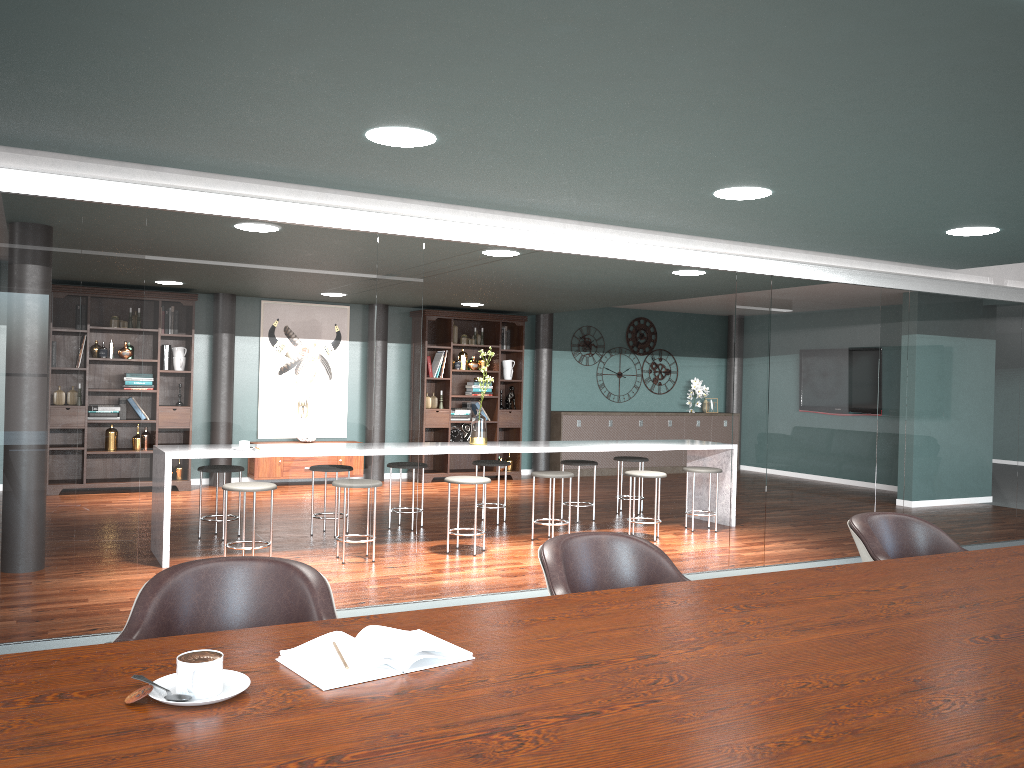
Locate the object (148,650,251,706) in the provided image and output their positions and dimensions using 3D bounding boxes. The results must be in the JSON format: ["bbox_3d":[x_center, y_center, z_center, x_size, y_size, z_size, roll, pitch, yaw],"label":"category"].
[{"bbox_3d":[-0.466,0.434,1.324,0.146,0.056,0.146,1,0,-4],"label":"object"}]

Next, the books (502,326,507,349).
[{"bbox_3d":[-0.114,-0.558,10.820,0.027,0.286,0.184,1,0,-28],"label":"books"}]

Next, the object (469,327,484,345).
[{"bbox_3d":[-0.447,-0.574,10.636,0.196,0.221,0.184,1,0,-28],"label":"object"}]

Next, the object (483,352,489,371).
[{"bbox_3d":[-0.324,-0.271,10.757,0.092,0.222,0.092,2,0,6],"label":"object"}]

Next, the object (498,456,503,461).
[{"bbox_3d":[-0.157,0.968,10.848,0.099,0.169,0.099,2,0,36],"label":"object"}]

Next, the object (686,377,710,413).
[{"bbox_3d":[2.607,0.155,12.395,0.221,0.495,0.600,2,0,36],"label":"object"}]

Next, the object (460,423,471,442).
[{"bbox_3d":[-0.537,0.605,10.667,0.233,0.268,0.051,1,0,-28],"label":"object"}]

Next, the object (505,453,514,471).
[{"bbox_3d":[-0.035,0.928,10.828,0.108,0.256,0.108,2,0,6],"label":"object"}]

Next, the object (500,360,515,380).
[{"bbox_3d":[-0.097,-0.183,10.870,0.268,0.262,0.137,2,0,11],"label":"object"}]

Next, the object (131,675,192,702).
[{"bbox_3d":[-0.519,0.451,1.306,0.155,0.012,0.034,2,0,39],"label":"object"}]

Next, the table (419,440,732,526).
[{"bbox_3d":[-0.245,0.811,6.737,4.577,0.699,0.609,1,0,-28],"label":"table"}]

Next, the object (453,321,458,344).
[{"bbox_3d":[-0.697,-0.606,10.519,0.104,0.273,0.104,2,0,8],"label":"object"}]

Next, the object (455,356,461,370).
[{"bbox_3d":[-0.638,-0.247,10.456,0.079,0.161,0.080,1,0,-3],"label":"object"}]

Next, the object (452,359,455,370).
[{"bbox_3d":[-0.731,-0.256,10.510,0.105,0.172,0.105,1,0,-33],"label":"object"}]

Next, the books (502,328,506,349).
[{"bbox_3d":[-0.135,-0.550,10.808,0.016,0.268,0.205,1,0,-28],"label":"books"}]

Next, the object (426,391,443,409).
[{"bbox_3d":[-0.944,0.175,10.377,0.250,0.221,0.186,1,0,-30],"label":"object"}]

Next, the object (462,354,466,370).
[{"bbox_3d":[-0.562,-0.260,10.463,0.040,0.191,0.040,1,0,-19],"label":"object"}]

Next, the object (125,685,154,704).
[{"bbox_3d":[-0.540,0.449,1.285,0.041,0.021,0.044,1,0,-36],"label":"object"}]

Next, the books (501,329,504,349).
[{"bbox_3d":[-0.161,-0.539,10.794,0.042,0.248,0.194,1,0,-28],"label":"books"}]

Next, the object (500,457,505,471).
[{"bbox_3d":[-0.134,0.966,10.721,0.144,0.175,0.073,1,0,-27],"label":"object"}]

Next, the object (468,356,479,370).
[{"bbox_3d":[-0.453,-0.250,10.527,0.144,0.175,0.073,1,0,-27],"label":"object"}]

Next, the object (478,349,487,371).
[{"bbox_3d":[-0.354,-0.289,10.634,0.108,0.256,0.108,2,0,6],"label":"object"}]

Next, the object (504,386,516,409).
[{"bbox_3d":[-0.034,0.164,10.857,0.116,0.286,0.215,1,0,-33],"label":"object"}]

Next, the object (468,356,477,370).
[{"bbox_3d":[-0.475,-0.248,10.654,0.099,0.169,0.099,2,0,36],"label":"object"}]

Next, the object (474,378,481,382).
[{"bbox_3d":[-0.412,-0.048,10.671,0.104,0.052,0.100,1,0,-24],"label":"object"}]

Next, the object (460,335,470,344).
[{"bbox_3d":[-0.566,-0.529,10.560,0.096,0.126,0.106,2,0,22],"label":"object"}]

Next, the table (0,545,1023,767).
[{"bbox_3d":[1.353,0.862,1.902,6.694,0.706,1.374,1,0,-28],"label":"table"}]

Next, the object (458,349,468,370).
[{"bbox_3d":[-0.585,-0.291,10.569,0.114,0.251,0.114,1,0,-3],"label":"object"}]

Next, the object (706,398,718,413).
[{"bbox_3d":[2.797,0.301,12.414,0.174,0.207,0.042,1,0,-9],"label":"object"}]

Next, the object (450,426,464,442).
[{"bbox_3d":[-0.675,0.616,10.460,0.224,0.238,0.159,1,0,-28],"label":"object"}]

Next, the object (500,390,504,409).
[{"bbox_3d":[-0.131,0.193,10.788,0.077,0.228,0.077,2,0,44],"label":"object"}]
